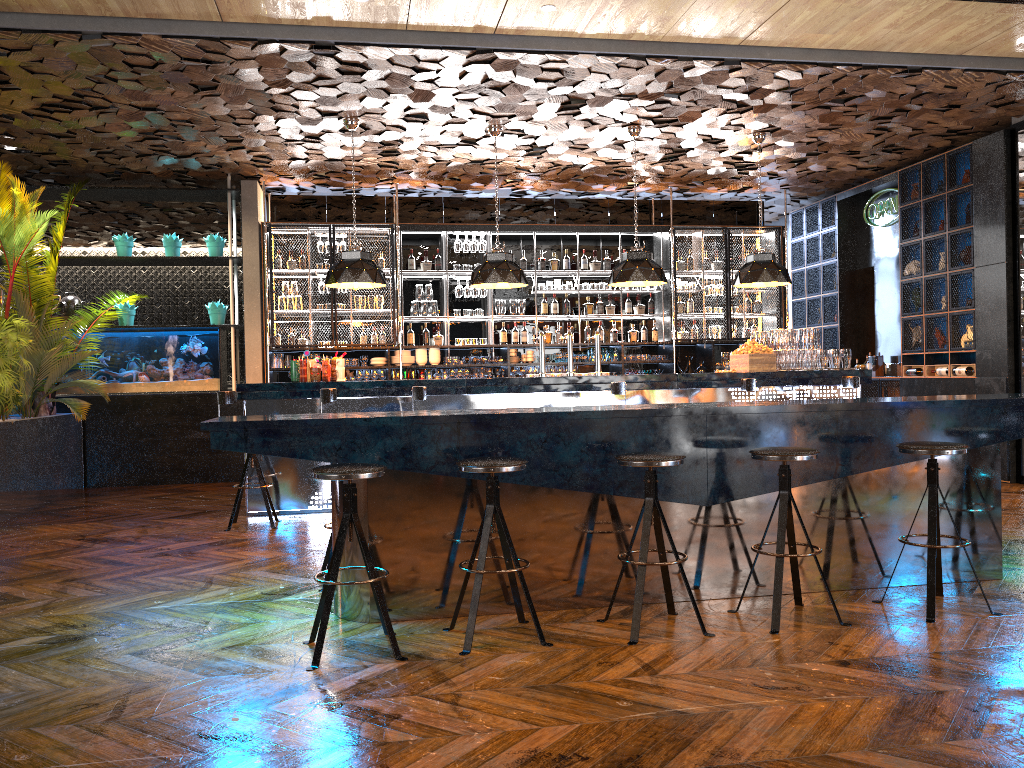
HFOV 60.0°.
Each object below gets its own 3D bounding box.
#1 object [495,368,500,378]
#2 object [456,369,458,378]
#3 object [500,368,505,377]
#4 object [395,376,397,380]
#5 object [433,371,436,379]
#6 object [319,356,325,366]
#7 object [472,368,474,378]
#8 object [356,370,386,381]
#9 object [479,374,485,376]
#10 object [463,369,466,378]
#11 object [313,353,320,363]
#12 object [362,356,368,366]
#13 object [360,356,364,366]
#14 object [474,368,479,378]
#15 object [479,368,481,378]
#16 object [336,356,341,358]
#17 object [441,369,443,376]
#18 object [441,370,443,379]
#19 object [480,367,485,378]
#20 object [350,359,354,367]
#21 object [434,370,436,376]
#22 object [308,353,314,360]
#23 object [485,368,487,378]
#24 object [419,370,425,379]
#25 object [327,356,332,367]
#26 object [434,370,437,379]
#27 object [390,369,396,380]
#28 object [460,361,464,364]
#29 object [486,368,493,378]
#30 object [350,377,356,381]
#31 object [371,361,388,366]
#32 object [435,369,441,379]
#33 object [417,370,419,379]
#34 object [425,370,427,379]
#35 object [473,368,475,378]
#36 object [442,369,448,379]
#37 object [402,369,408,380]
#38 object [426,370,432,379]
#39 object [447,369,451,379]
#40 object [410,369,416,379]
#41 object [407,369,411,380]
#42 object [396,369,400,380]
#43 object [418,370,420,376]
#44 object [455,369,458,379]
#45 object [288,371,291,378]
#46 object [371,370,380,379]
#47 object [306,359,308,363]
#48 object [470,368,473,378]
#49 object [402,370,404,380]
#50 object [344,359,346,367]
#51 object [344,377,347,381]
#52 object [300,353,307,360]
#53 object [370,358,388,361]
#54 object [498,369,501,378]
[{"bbox_3d":[-0.184,-0.094,11.221,0.071,0.217,0.071,-1,1,-2],"label":"object"},{"bbox_3d":[-0.667,-0.083,11.191,0.084,0.216,0.084,-1,1,-17],"label":"object"},{"bbox_3d":[-0.116,-0.096,11.194,0.071,0.217,0.071,-1,1,-2],"label":"object"},{"bbox_3d":[-1.463,-0.070,11.081,0.073,0.229,0.073,-1,1,-21],"label":"object"},{"bbox_3d":[-0.966,-0.075,11.282,0.082,0.213,0.082,-1,1,-10],"label":"object"},{"bbox_3d":[-2.315,-0.270,10.818,0.081,0.132,0.081,-2,1,-38],"label":"object"},{"bbox_3d":[-0.476,-0.093,11.303,0.071,0.226,0.071,-2,1,-38],"label":"object"},{"bbox_3d":[-1.737,-0.061,10.950,0.376,0.227,0.186,-1,1,-12],"label":"object"},{"bbox_3d":[-0.381,-0.090,11.267,0.092,0.218,0.092,-1,1,41],"label":"object"},{"bbox_3d":[-0.584,-0.085,11.211,0.084,0.216,0.084,-1,1,32],"label":"object"},{"bbox_3d":[-2.362,-0.287,10.728,0.087,0.170,0.087,-1,1,41],"label":"object"},{"bbox_3d":[-1.806,-0.281,10.931,0.074,0.131,0.074,-1,1,3],"label":"object"},{"bbox_3d":[-1.866,-0.281,11.100,0.074,0.131,0.074,-1,1,3],"label":"object"},{"bbox_3d":[-0.448,-0.092,11.128,0.071,0.226,0.071,-2,1,-38],"label":"object"},{"bbox_3d":[-0.383,-0.094,11.181,0.071,0.226,0.071,-2,1,-38],"label":"object"},{"bbox_3d":[-2.108,-0.273,10.790,0.074,0.131,0.074,-1,1,3],"label":"object"},{"bbox_3d":[-0.842,-0.076,11.123,0.082,0.213,0.082,-2,1,-29],"label":"object"},{"bbox_3d":[-0.856,-0.077,11.211,0.082,0.213,0.082,-2,1,-22],"label":"object"},{"bbox_3d":[-0.369,-0.093,11.102,0.071,0.226,0.071,-2,1,-38],"label":"object"},{"bbox_3d":[-1.950,-0.261,10.904,0.078,0.099,0.078,-2,1,-43],"label":"object"},{"bbox_3d":[-0.953,-0.075,11.194,0.082,0.213,0.082,-1,1,22],"label":"object"},{"bbox_3d":[-2.439,-0.286,10.807,0.087,0.170,0.087,-1,1,41],"label":"object"},{"bbox_3d":[-0.332,-0.093,11.386,0.092,0.218,0.092,-1,1,41],"label":"object"},{"bbox_3d":[-1.114,-0.069,10.985,0.082,0.213,0.082,-1,1,19],"label":"object"},{"bbox_3d":[-2.225,-0.271,10.781,0.081,0.132,0.081,-2,1,-38],"label":"object"},{"bbox_3d":[-0.937,-0.074,11.105,0.082,0.213,0.082,-2,1,-31],"label":"object"},{"bbox_3d":[-1.459,-0.069,10.933,0.073,0.229,0.073,-1,1,-21],"label":"object"},{"bbox_3d":[-0.627,-0.268,11.093,0.049,0.048,0.044,-1,1,33],"label":"object"},{"bbox_3d":[-0.277,-0.092,11.149,0.092,0.218,0.092,-1,1,41],"label":"object"},{"bbox_3d":[-1.953,-0.016,10.869,0.074,0.146,0.065,-1,1,-16],"label":"object"},{"bbox_3d":[-1.641,-0.251,10.939,0.209,0.060,0.211,-1,1,39],"label":"object"},{"bbox_3d":[-0.924,-0.074,11.018,0.082,0.213,0.082,-1,1,23],"label":"object"},{"bbox_3d":[-1.159,-0.071,11.247,0.082,0.213,0.082,-2,1,-33],"label":"object"},{"bbox_3d":[-1.064,-0.073,11.262,0.082,0.213,0.082,-1,1,20],"label":"object"},{"bbox_3d":[-0.465,-0.092,11.211,0.071,0.226,0.071,-2,1,-38],"label":"object"},{"bbox_3d":[-0.832,-0.076,11.032,0.082,0.213,0.082,-1,1,20],"label":"object"},{"bbox_3d":[-1.318,-0.073,10.978,0.073,0.229,0.073,-1,1,-21],"label":"object"},{"bbox_3d":[-1.027,-0.071,11.000,0.082,0.213,0.082,-1,1,19],"label":"object"},{"bbox_3d":[-0.785,-0.081,11.312,0.084,0.216,0.084,-1,1,29],"label":"object"},{"bbox_3d":[-1.222,-0.075,10.991,0.073,0.229,0.073,-1,1,-21],"label":"object"},{"bbox_3d":[-1.285,-0.074,11.054,0.073,0.229,0.073,-1,1,-21],"label":"object"},{"bbox_3d":[-1.411,-0.071,11.013,0.073,0.229,0.073,-1,1,-21],"label":"object"},{"bbox_3d":[-1.127,-0.070,11.074,0.082,0.213,0.082,-1,1,-18],"label":"object"},{"bbox_3d":[-0.693,-0.083,11.322,0.084,0.216,0.084,-1,1,-11],"label":"object"},{"bbox_3d":[-2.656,-0.039,10.704,0.091,0.227,0.091,-1,1,42],"label":"object"},{"bbox_3d":[-1.771,-0.062,11.143,0.376,0.227,0.186,-1,1,-12],"label":"object"},{"bbox_3d":[-2.554,-0.284,10.946,0.087,0.170,0.087,-1,1,41],"label":"object"},{"bbox_3d":[-0.500,-0.093,11.379,0.071,0.226,0.071,-2,1,-38],"label":"object"},{"bbox_3d":[-1.351,-0.073,11.108,0.073,0.229,0.073,-1,1,-21],"label":"object"},{"bbox_3d":[-2.039,-0.261,10.889,0.078,0.103,0.078,-1,1,33],"label":"object"},{"bbox_3d":[-2.046,-0.014,10.848,0.074,0.146,0.065,-2,1,-34],"label":"object"},{"bbox_3d":[-2.513,-0.283,10.713,0.087,0.170,0.087,-1,1,41],"label":"object"},{"bbox_3d":[-1.641,-0.292,10.939,0.211,0.060,0.209,-1,1,34],"label":"object"},{"bbox_3d":[-0.170,-0.095,11.308,0.071,0.217,0.071,-1,1,-2],"label":"object"}]
